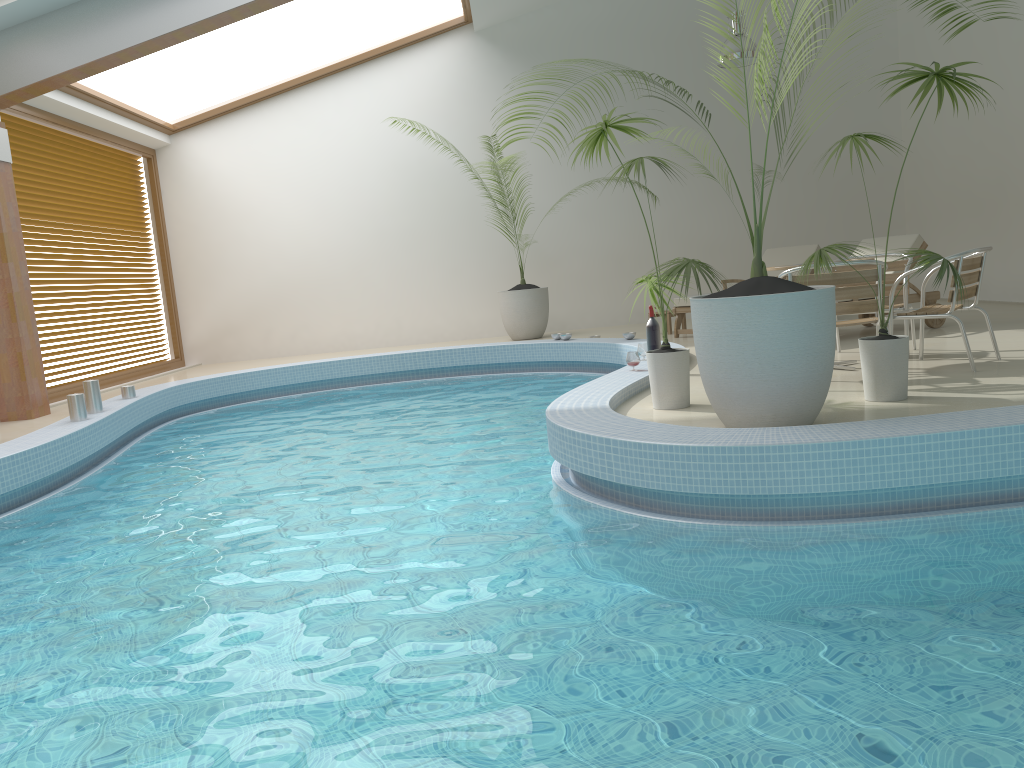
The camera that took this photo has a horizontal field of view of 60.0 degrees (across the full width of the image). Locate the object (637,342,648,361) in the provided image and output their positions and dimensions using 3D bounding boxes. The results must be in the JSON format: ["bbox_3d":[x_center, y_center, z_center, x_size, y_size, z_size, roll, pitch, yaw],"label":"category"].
[{"bbox_3d":[1.029,-0.253,6.930,0.102,0.137,0.102,-4,7,9],"label":"object"}]

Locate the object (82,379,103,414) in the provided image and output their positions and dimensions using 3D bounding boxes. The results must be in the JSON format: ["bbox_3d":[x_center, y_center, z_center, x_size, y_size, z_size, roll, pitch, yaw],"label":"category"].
[{"bbox_3d":[-3.263,0.098,6.904,0.115,0.254,0.115,1,9,41],"label":"object"}]

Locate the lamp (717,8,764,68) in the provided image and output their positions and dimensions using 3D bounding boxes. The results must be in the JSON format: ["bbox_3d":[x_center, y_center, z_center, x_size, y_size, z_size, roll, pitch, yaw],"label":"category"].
[{"bbox_3d":[2.429,-4.509,9.658,0.506,1.958,0.505,-5,7,1],"label":"lamp"}]

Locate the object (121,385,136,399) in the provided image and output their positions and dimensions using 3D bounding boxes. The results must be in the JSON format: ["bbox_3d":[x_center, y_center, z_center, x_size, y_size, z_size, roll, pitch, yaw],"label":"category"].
[{"bbox_3d":[-3.386,0.072,7.829,0.115,0.107,0.115,-11,9,-40],"label":"object"}]

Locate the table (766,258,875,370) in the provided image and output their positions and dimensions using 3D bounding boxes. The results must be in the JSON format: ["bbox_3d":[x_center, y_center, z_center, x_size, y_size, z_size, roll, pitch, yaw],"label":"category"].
[{"bbox_3d":[2.113,-0.463,6.049,0.700,0.720,0.700,-3,7,20],"label":"table"}]

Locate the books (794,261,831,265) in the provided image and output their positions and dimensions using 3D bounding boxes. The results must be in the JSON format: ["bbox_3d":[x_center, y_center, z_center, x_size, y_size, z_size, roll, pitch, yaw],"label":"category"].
[{"bbox_3d":[2.000,-0.807,5.920,0.166,0.004,0.241,1,9,42],"label":"books"}]

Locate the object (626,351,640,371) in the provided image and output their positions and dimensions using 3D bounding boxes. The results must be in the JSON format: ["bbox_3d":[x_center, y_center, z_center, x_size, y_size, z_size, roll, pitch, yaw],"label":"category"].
[{"bbox_3d":[0.863,-0.162,6.317,0.102,0.137,0.102,-4,7,9],"label":"object"}]

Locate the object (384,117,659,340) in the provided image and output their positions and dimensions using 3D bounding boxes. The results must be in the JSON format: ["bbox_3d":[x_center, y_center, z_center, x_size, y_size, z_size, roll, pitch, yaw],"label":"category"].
[{"bbox_3d":[0.227,-2.063,11.322,2.979,2.960,2.729,-10,8,-34],"label":"object"}]

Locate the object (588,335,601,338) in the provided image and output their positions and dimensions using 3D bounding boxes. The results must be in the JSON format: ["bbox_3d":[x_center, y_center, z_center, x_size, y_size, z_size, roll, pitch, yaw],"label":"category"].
[{"bbox_3d":[0.936,-0.509,10.047,0.140,0.069,0.140,-9,8,-30],"label":"object"}]

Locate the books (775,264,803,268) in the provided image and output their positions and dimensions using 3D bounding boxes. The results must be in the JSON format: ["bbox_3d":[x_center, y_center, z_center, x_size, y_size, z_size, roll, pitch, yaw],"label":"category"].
[{"bbox_3d":[1.884,-0.792,5.922,0.166,0.004,0.241,1,9,42],"label":"books"}]

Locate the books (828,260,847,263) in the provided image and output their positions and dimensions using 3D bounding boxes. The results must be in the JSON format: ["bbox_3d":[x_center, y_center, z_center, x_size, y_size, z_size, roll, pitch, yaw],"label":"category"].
[{"bbox_3d":[2.106,-0.813,5.919,0.166,0.004,0.241,1,9,42],"label":"books"}]

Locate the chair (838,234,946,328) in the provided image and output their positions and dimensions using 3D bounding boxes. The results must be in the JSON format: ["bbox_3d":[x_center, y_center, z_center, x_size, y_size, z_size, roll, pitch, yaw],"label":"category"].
[{"bbox_3d":[2.885,-0.857,8.075,1.903,0.866,0.861,-8,7,-21],"label":"chair"}]

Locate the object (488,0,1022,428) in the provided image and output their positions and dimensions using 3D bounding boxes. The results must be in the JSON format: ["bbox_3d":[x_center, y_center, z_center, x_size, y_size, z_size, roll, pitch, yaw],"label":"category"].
[{"bbox_3d":[1.064,-1.283,4.260,2.979,2.960,2.729,-3,7,18],"label":"object"}]

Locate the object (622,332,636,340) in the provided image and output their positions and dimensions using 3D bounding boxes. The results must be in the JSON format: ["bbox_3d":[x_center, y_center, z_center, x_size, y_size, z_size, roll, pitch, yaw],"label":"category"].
[{"bbox_3d":[1.191,-0.485,8.991,0.140,0.069,0.140,-9,8,-30],"label":"object"}]

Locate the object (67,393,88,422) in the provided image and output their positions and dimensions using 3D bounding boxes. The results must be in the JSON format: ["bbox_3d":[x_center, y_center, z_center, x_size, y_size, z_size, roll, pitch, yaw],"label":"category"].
[{"bbox_3d":[-3.179,0.172,6.484,0.115,0.194,0.115,1,9,41],"label":"object"}]

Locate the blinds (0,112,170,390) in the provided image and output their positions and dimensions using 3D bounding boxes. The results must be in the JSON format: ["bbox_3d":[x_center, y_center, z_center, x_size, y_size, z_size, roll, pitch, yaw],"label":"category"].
[{"bbox_3d":[-5.029,-1.427,10.242,0.095,2.921,4.414,-5,7,1],"label":"blinds"}]

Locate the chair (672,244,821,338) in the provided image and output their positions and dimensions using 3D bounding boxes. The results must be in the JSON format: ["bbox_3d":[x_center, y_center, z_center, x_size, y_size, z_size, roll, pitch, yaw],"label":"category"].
[{"bbox_3d":[2.686,-1.053,9.841,1.903,0.866,0.861,-11,9,-37],"label":"chair"}]

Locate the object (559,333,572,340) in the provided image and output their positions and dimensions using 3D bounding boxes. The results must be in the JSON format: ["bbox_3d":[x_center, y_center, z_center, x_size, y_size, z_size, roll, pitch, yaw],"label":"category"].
[{"bbox_3d":[0.590,-0.512,9.684,0.140,0.069,0.140,-9,8,-30],"label":"object"}]

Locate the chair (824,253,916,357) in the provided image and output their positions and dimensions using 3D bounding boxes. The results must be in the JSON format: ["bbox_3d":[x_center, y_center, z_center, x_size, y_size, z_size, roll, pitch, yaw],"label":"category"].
[{"bbox_3d":[2.607,-0.577,6.515,0.618,0.727,0.563,-1,8,33],"label":"chair"}]

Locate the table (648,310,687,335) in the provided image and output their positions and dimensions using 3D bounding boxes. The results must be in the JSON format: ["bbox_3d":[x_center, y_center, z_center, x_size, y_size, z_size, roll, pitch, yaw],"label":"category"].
[{"bbox_3d":[1.806,-0.717,10.304,0.283,0.255,0.320,-11,9,-37],"label":"table"}]

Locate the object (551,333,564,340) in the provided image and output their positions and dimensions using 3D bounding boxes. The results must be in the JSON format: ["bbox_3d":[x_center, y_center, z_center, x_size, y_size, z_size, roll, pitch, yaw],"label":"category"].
[{"bbox_3d":[0.506,-0.524,9.847,0.140,0.069,0.140,-9,8,-30],"label":"object"}]

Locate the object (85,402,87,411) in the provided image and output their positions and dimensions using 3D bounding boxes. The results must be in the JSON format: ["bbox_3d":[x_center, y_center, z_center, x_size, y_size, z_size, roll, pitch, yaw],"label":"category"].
[{"bbox_3d":[-3.365,0.156,7.126,0.115,0.107,0.115,-11,9,-40],"label":"object"}]

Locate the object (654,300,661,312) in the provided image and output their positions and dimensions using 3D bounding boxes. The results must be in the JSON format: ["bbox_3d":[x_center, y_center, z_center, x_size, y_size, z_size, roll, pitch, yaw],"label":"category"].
[{"bbox_3d":[1.700,-0.909,10.332,0.102,0.137,0.102,-4,7,15],"label":"object"}]

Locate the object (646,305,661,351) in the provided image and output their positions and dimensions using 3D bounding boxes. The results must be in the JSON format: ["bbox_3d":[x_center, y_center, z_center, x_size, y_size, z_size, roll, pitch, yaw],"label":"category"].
[{"bbox_3d":[1.049,-0.365,6.585,0.109,0.435,0.109,-1,8,35],"label":"object"}]

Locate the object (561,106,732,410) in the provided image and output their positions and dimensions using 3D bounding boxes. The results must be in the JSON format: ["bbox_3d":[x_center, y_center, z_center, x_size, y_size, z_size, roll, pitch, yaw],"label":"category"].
[{"bbox_3d":[0.756,-0.702,5.028,0.791,1.695,1.059,-7,7,-12],"label":"object"}]

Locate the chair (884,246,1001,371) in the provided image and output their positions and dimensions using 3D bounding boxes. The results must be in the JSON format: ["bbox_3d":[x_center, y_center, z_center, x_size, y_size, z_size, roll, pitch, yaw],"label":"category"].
[{"bbox_3d":[2.727,-0.483,5.653,0.563,0.727,0.618,1,9,43],"label":"chair"}]

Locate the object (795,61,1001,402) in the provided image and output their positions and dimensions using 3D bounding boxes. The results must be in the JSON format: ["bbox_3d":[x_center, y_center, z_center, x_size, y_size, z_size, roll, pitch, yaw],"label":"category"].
[{"bbox_3d":[1.985,-0.770,4.623,1.059,1.695,0.791,0,9,36],"label":"object"}]

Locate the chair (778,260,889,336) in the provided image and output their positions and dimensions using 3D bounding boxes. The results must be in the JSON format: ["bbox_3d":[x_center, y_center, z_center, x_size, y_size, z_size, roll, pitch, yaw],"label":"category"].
[{"bbox_3d":[1.950,-0.378,5.398,0.618,0.727,0.563,-4,7,13],"label":"chair"}]
